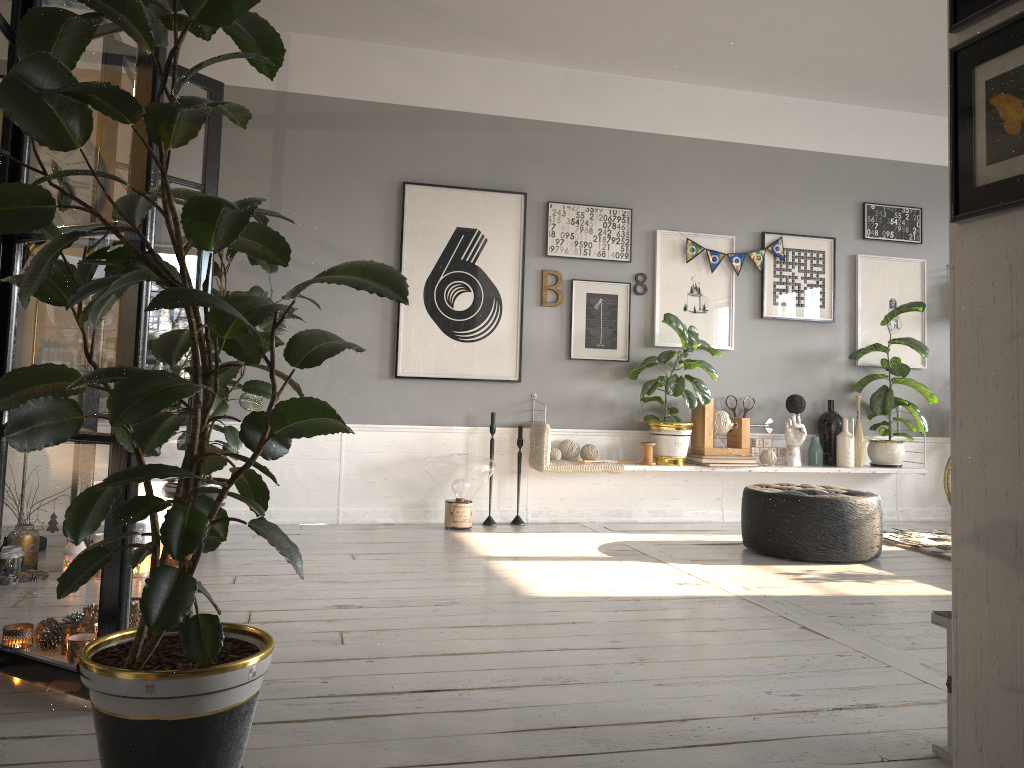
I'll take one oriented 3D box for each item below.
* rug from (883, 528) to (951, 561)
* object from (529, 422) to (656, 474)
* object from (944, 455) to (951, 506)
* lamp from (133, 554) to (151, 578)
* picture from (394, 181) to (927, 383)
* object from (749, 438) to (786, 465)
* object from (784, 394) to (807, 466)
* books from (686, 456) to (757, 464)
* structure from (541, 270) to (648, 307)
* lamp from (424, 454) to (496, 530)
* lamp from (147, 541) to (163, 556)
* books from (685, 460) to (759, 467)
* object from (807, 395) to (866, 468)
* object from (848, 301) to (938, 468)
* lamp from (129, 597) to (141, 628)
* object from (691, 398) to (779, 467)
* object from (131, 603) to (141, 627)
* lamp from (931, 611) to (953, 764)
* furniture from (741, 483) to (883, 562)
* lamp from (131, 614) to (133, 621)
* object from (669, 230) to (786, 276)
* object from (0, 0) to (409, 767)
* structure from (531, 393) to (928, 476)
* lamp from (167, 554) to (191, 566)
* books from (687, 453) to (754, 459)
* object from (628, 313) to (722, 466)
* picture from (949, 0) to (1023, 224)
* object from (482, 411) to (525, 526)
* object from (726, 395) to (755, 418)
[{"bbox_3d":[3.267,0.957,4.647,1.768,0.034,2.520,2,-1,-14],"label":"rug"},{"bbox_3d":[0.524,0.408,5.611,0.784,0.308,0.328,2,-3,-14],"label":"object"},{"bbox_3d":[3.847,0.526,6.438,1.623,0.975,0.425,3,-4,-23],"label":"object"},{"bbox_3d":[-1.549,0.754,3.695,0.081,0.099,0.080,0,-3,26],"label":"lamp"},{"bbox_3d":[0.016,-0.777,3.660,7.286,1.803,4.028,2,-1,-14],"label":"picture"},{"bbox_3d":[1.734,0.460,6.031,0.264,0.174,0.078,2,-4,-9],"label":"object"},{"bbox_3d":[1.914,0.311,5.992,0.155,0.485,0.136,3,-4,-15],"label":"object"},{"bbox_3d":[1.370,0.497,5.816,0.384,0.029,0.259,2,-1,-14],"label":"books"},{"bbox_3d":[0.553,-0.627,5.871,0.738,0.264,0.024,2,-4,-14],"label":"structure"},{"bbox_3d":[-0.316,0.642,5.295,0.432,0.440,0.431,1,-3,7],"label":"lamp"},{"bbox_3d":[-1.584,0.756,3.932,0.081,0.099,0.080,0,-3,26],"label":"lamp"},{"bbox_3d":[1.379,0.522,5.822,0.367,0.021,0.295,2,-1,-20],"label":"books"},{"bbox_3d":[2.222,0.318,6.057,0.331,0.491,0.284,-1,-4,36],"label":"object"},{"bbox_3d":[2.650,0.001,6.156,0.567,1.156,0.414,0,-4,25],"label":"object"},{"bbox_3d":[-1.087,0.710,2.496,0.114,0.188,0.114,3,-4,-16],"label":"lamp"},{"bbox_3d":[1.489,0.320,5.865,0.545,0.442,0.238,2,-4,-14],"label":"object"},{"bbox_3d":[-1.412,0.745,2.709,0.716,0.118,0.192,2,-2,-26],"label":"object"},{"bbox_3d":[1.168,0.629,1.993,0.286,0.480,0.286,3,-4,-16],"label":"lamp"},{"bbox_3d":[1.634,0.742,4.843,0.734,0.358,0.734,3,-2,-28],"label":"furniture"},{"bbox_3d":[-1.199,0.753,2.689,0.081,0.099,0.080,0,-3,26],"label":"lamp"},{"bbox_3d":[1.513,-0.910,6.113,0.913,0.341,0.057,2,-4,-15],"label":"object"},{"bbox_3d":[-1.172,-0.087,3.301,1.010,1.802,3.886,3,-2,-15],"label":"object"},{"bbox_3d":[1.498,0.349,5.895,2.773,0.489,0.307,2,-3,-14],"label":"structure"},{"bbox_3d":[-1.498,0.738,3.985,0.107,0.141,0.107,-1,-4,39],"label":"lamp"},{"bbox_3d":[1.365,0.474,5.827,0.379,0.017,0.228,2,-1,-17],"label":"books"},{"bbox_3d":[1.053,0.038,5.709,0.509,0.968,0.544,4,-4,-29],"label":"object"},{"bbox_3d":[0.010,-0.733,1.393,1.943,0.757,0.357,2,-4,-14],"label":"picture"},{"bbox_3d":[-0.041,0.521,5.522,0.279,0.704,0.091,3,-5,-22],"label":"object"},{"bbox_3d":[1.555,0.311,6.033,0.221,0.466,0.019,3,-5,-14],"label":"object"}]
